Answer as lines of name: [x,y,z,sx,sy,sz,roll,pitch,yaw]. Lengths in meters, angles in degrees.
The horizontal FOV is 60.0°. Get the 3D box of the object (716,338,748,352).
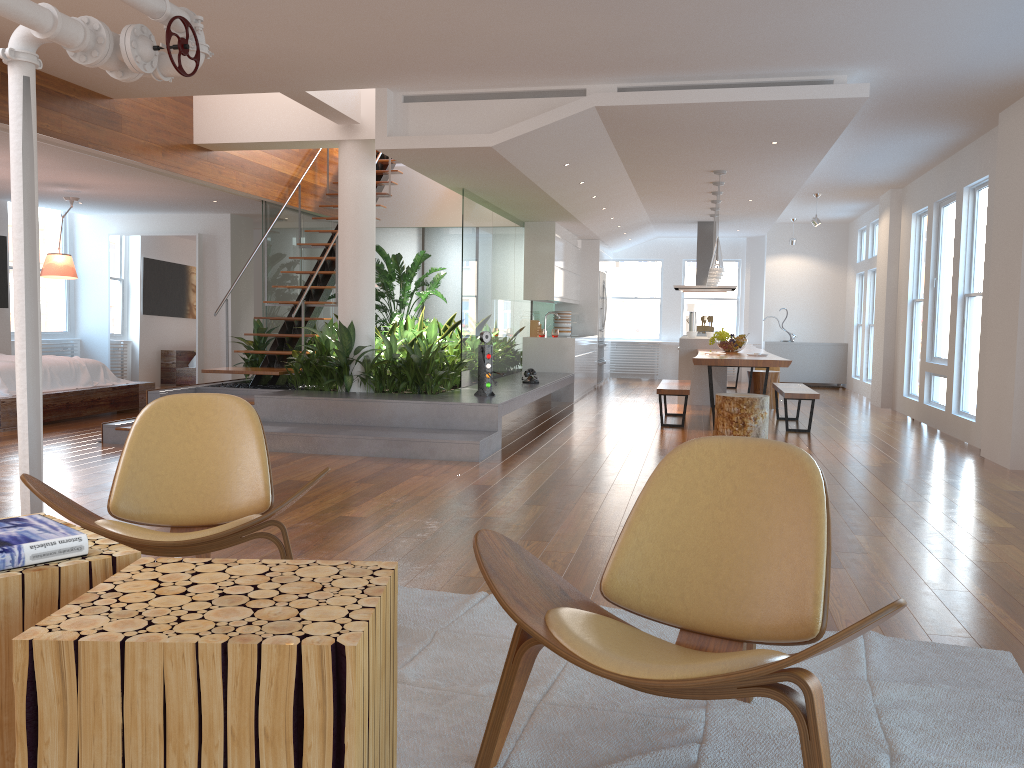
object: [2.498,-0.434,10.086,0.360,0.159,0.360,-1,5,-25]

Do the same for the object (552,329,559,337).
object: [0.558,-0.654,11.441,0.094,0.106,0.094,2,4,17]

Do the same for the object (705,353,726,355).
object: [2.102,-0.311,9.179,0.222,0.020,0.222,-2,5,-37]

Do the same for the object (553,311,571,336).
object: [0.736,-0.888,13.043,0.267,0.356,0.266,4,5,37]

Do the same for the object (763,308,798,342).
object: [4.488,-0.984,14.769,0.590,0.563,0.210,0,4,-17]

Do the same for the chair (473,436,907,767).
chair: [0.428,0.543,1.956,0.867,0.752,0.856,-1,5,-28]

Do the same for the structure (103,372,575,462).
structure: [-1.164,0.152,9.454,3.088,0.386,5.584,2,4,12]

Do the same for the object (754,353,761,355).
object: [2.504,-0.301,9.046,0.070,0.030,0.079,-2,5,-35]

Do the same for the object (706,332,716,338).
object: [2.570,-0.628,11.422,0.152,0.082,0.152,-1,5,-27]

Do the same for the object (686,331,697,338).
object: [2.352,-0.644,11.594,0.152,0.082,0.152,-2,5,-39]

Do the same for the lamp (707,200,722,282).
lamp: [2.495,-1.788,10.899,0.160,1.060,0.160,4,5,39]

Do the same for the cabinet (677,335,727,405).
cabinet: [2.689,-0.249,12.529,0.597,0.832,2.936,2,4,12]

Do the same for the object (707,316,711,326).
object: [3.064,-0.911,13.795,0.068,0.298,0.039,2,4,12]

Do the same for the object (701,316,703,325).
object: [2.972,-0.916,13.832,0.061,0.299,0.040,2,4,9]

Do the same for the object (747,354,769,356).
object: [2.504,-0.295,9.046,0.222,0.020,0.222,1,4,4]

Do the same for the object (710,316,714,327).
object: [3.104,-0.911,13.805,0.057,0.294,0.030,2,4,12]

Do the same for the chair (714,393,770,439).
chair: [2.032,0.298,7.851,0.460,0.400,0.460,3,5,22]

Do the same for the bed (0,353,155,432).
bed: [-5.280,0.009,8.906,2.314,0.595,2.207,2,4,12]

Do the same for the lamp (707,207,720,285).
lamp: [2.644,-1.838,11.605,0.160,1.060,0.160,4,5,39]

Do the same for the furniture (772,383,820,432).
furniture: [2.870,0.233,9.040,0.316,0.389,1.433,2,4,12]

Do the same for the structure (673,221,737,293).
structure: [2.906,-2.087,13.269,0.909,1.405,0.900,2,4,12]

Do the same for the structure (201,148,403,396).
structure: [-1.201,-1.979,9.992,2.552,4.265,4.591,2,4,12]

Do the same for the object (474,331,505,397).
object: [-0.185,-0.172,7.645,0.134,0.565,0.318,-3,6,-42]

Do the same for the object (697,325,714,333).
object: [2.968,-0.836,13.828,0.353,0.157,0.084,2,4,12]

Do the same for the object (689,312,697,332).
object: [2.656,-0.876,12.966,0.172,0.356,0.120,-1,5,-30]

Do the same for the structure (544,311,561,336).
structure: [0.564,-0.757,12.521,0.248,0.536,0.115,2,4,12]

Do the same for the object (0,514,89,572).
object: [-1.116,0.343,1.858,0.279,0.048,0.334,5,6,43]

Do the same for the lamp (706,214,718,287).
lamp: [2.793,-1.887,12.311,0.160,1.060,0.160,4,5,39]

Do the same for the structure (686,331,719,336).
structure: [2.888,-0.762,13.394,0.520,0.073,0.650,2,4,12]

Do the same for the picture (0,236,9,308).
picture: [-6.341,-1.234,9.161,0.001,0.854,2.969,2,4,12]

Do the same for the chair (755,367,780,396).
chair: [3.745,-0.068,13.026,0.344,0.430,0.549,2,4,16]

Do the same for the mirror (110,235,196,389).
mirror: [-4.745,-0.930,11.711,1.267,2.044,0.049,2,4,12]

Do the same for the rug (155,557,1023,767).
rug: [-0.582,0.882,1.672,3.525,0.057,3.478,2,4,16]

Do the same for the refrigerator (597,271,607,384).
refrigerator: [1.147,-0.890,14.178,0.725,1.772,0.908,2,4,12]

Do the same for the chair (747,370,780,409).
chair: [3.085,0.070,10.906,0.396,0.455,0.402,1,4,2]

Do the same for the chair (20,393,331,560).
chair: [-1.039,0.443,2.995,0.856,0.752,0.867,2,4,17]

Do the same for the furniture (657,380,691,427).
furniture: [1.703,0.197,9.285,0.316,0.389,1.433,2,4,12]

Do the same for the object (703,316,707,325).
object: [3.001,-0.913,13.806,0.057,0.299,0.019,2,4,12]

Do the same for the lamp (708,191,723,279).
lamp: [2.345,-1.739,10.193,0.160,1.060,0.160,4,5,39]

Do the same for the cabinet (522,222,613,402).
cabinet: [0.944,-1.055,13.449,0.676,2.280,4.565,2,4,12]

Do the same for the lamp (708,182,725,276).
lamp: [2.196,-1.690,9.488,0.160,1.060,0.160,4,5,39]

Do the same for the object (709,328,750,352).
object: [2.477,-0.499,10.100,0.394,0.284,0.292,-1,5,-24]

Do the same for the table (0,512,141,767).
table: [-1.181,0.627,1.957,0.548,0.534,0.489,5,6,42]

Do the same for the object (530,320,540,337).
object: [0.308,-0.740,11.813,0.104,0.222,0.200,2,4,12]

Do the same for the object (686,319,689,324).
object: [2.818,-0.904,13.863,0.199,0.259,0.016,3,5,22]

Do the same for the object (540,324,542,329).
object: [0.373,-0.731,12.054,0.100,0.170,0.173,2,4,14]

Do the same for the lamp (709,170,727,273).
lamp: [2.046,-1.641,8.782,0.160,1.060,0.160,4,5,39]

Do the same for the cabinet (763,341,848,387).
cabinet: [4.863,-0.333,14.780,1.309,0.725,0.420,2,4,12]

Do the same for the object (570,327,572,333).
object: [0.781,-0.833,13.433,0.284,0.196,0.265,-2,5,-36]

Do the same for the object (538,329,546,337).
object: [0.390,-0.663,11.523,0.094,0.106,0.094,2,4,17]

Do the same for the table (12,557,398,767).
table: [-0.523,0.658,1.669,0.548,0.534,0.489,1,4,0]

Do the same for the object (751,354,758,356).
object: [2.495,-0.288,8.940,0.158,0.017,0.019,1,4,7]

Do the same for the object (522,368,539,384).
object: [0.182,-0.087,9.332,0.216,0.155,0.181,-1,5,-23]

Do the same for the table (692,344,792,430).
table: [2.727,-0.081,11.103,0.893,0.704,5.996,2,4,12]
